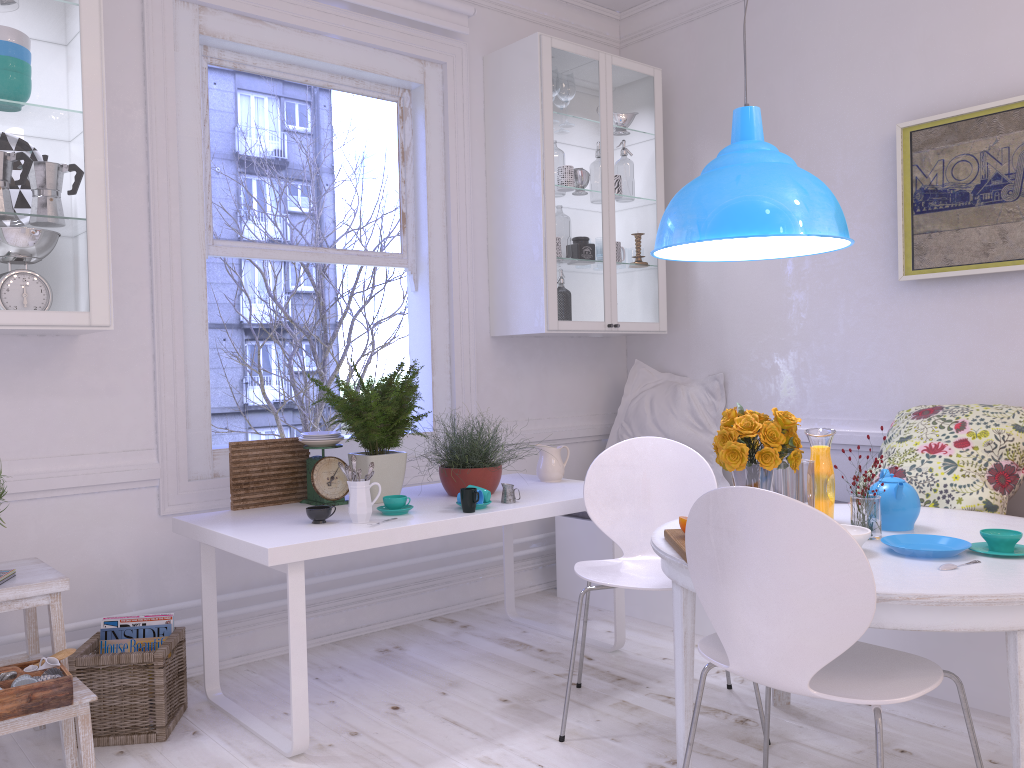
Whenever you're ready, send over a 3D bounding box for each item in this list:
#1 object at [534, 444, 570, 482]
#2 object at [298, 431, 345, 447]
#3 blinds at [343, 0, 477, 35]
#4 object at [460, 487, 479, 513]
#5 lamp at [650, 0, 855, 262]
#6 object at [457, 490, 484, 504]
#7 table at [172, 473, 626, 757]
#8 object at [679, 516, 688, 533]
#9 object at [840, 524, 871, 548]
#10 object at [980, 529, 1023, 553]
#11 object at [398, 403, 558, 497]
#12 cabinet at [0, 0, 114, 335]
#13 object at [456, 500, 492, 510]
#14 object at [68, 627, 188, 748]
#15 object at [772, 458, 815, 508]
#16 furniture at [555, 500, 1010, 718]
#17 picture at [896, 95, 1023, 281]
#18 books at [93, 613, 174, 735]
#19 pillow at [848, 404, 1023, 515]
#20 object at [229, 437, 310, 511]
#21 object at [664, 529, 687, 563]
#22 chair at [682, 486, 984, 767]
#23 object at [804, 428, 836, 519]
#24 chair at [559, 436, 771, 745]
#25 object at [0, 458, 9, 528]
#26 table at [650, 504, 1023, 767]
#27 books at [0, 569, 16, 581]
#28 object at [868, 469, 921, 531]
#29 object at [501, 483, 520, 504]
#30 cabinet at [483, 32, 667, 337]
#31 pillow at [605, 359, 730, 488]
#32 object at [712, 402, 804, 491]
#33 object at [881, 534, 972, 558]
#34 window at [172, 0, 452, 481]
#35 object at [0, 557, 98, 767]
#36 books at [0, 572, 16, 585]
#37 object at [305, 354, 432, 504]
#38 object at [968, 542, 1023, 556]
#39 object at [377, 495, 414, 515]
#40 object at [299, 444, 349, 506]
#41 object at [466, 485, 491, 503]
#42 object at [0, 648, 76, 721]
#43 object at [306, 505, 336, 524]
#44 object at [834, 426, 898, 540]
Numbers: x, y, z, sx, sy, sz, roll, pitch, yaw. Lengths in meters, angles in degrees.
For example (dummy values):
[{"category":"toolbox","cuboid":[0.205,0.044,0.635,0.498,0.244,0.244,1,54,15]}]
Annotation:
[{"category":"object","cuboid":[0.160,0.321,3.634,0.115,0.152,0.127,-1,1,32]},{"category":"object","cuboid":[-0.681,0.197,3.175,0.164,0.047,0.163,-1,1,9]},{"category":"blinds","cuboid":[-0.739,-1.617,3.568,1.451,0.131,0.136,-2,2,-40]},{"category":"object","cuboid":[-0.140,0.380,2.892,0.055,0.077,0.070,-2,1,-15]},{"category":"lamp","cuboid":[0.663,-1.359,2.546,0.568,1.948,0.568,-2,1,-6]},{"category":"object","cuboid":[-0.138,0.381,2.971,0.080,0.058,0.069,-1,1,23]},{"category":"table","cuboid":[-0.309,0.728,3.163,1.514,0.619,0.736,-2,2,-40]},{"category":"object","cuboid":[0.489,0.347,2.180,0.129,0.075,0.285,-2,1,-4]},{"category":"object","cuboid":[0.786,0.375,2.133,0.147,0.052,0.147,-1,1,2]},{"category":"object","cuboid":[1.142,0.367,2.071,0.088,0.043,0.088,-2,1,-33]},{"category":"object","cuboid":[-0.149,0.245,3.333,0.668,0.367,0.531,-2,1,-16]},{"category":"cabinet","cuboid":[-1.669,-0.809,2.585,0.823,1.311,0.425,-2,2,-40]},{"category":"object","cuboid":[-0.128,0.406,2.984,0.121,0.021,0.121,-1,1,0]},{"category":"object","cuboid":[-1.186,0.933,2.755,0.276,0.270,0.276,-2,1,-7]},{"category":"object","cuboid":[0.774,0.303,2.442,0.101,0.186,0.122,-2,1,-10]},{"category":"furniture","cuboid":[1.516,0.738,3.144,0.769,0.508,3.296,-2,2,-40]},{"category":"picture","cuboid":[1.869,-0.729,3.200,0.020,0.629,0.971,-2,2,-40]},{"category":"books","cuboid":[-1.188,0.899,2.767,0.221,0.306,0.205,-2,1,-7]},{"category":"pillow","cuboid":[1.599,0.300,3.257,0.509,0.447,0.592,-2,1,-35]},{"category":"object","cuboid":[-0.856,0.315,3.153,0.294,0.237,0.028,-2,2,-40]},{"category":"object","cuboid":[0.513,0.396,2.168,0.224,0.024,0.347,-1,1,0]},{"category":"chair","cuboid":[0.656,0.617,1.914,0.483,0.845,0.604,-2,2,-40]},{"category":"object","cuboid":[0.870,0.259,2.490,0.094,0.267,0.116,-2,1,-13]},{"category":"chair","cuboid":[0.447,0.605,2.775,0.604,0.845,0.483,-1,1,5]},{"category":"object","cuboid":[-1.469,0.344,2.427,0.196,0.367,0.186,-1,1,5]},{"category":"table","cuboid":[0.939,0.709,2.278,1.140,0.629,1.140,-2,1,-11]},{"category":"books","cuboid":[-1.511,0.533,2.405,0.246,0.007,0.180,-2,1,-10]},{"category":"object","cuboid":[1.031,0.314,2.409,0.156,0.151,0.150,-2,1,-37]},{"category":"object","cuboid":[-0.008,0.378,3.086,0.066,0.067,0.052,-2,2,-40]},{"category":"cabinet","cuboid":[0.331,-0.893,4.274,0.823,1.311,0.425,-2,2,-40]},{"category":"pillow","cuboid":[0.757,0.192,4.420,0.677,0.642,0.374,-1,1,20]},{"category":"object","cuboid":[0.650,0.225,2.349,0.235,0.351,0.234,-1,1,15]},{"category":"object","cuboid":[0.979,0.385,2.100,0.196,0.023,0.196,-1,1,37]},{"category":"window","cuboid":[-0.825,-0.549,3.740,1.234,1.782,0.181,-2,2,-40]},{"category":"object","cuboid":[-1.441,0.813,2.422,0.418,0.534,0.599,-2,2,-40]},{"category":"books","cuboid":[-1.511,0.542,2.405,0.246,0.011,0.180,-2,1,-10]},{"category":"object","cuboid":[-0.487,0.158,3.174,0.438,0.527,0.368,-2,2,-40]},{"category":"object","cuboid":[1.143,0.388,2.071,0.147,0.011,0.147,-2,1,-38]},{"category":"object","cuboid":[-0.384,0.397,2.910,0.121,0.055,0.121,-1,1,0]},{"category":"object","cuboid":[-0.668,0.324,3.172,0.159,0.208,0.185,-2,2,-40]},{"category":"object","cuboid":[-0.118,0.373,3.004,0.082,0.059,0.069,-1,1,28]},{"category":"object","cuboid":[-1.297,0.772,2.273,0.358,0.110,0.211,-2,1,-38]},{"category":"object","cuboid":[-0.601,0.409,2.768,0.082,0.048,0.079,-1,1,10]},{"category":"object","cuboid":[0.920,0.251,2.279,0.128,0.287,0.128,-2,1,-38]}]
